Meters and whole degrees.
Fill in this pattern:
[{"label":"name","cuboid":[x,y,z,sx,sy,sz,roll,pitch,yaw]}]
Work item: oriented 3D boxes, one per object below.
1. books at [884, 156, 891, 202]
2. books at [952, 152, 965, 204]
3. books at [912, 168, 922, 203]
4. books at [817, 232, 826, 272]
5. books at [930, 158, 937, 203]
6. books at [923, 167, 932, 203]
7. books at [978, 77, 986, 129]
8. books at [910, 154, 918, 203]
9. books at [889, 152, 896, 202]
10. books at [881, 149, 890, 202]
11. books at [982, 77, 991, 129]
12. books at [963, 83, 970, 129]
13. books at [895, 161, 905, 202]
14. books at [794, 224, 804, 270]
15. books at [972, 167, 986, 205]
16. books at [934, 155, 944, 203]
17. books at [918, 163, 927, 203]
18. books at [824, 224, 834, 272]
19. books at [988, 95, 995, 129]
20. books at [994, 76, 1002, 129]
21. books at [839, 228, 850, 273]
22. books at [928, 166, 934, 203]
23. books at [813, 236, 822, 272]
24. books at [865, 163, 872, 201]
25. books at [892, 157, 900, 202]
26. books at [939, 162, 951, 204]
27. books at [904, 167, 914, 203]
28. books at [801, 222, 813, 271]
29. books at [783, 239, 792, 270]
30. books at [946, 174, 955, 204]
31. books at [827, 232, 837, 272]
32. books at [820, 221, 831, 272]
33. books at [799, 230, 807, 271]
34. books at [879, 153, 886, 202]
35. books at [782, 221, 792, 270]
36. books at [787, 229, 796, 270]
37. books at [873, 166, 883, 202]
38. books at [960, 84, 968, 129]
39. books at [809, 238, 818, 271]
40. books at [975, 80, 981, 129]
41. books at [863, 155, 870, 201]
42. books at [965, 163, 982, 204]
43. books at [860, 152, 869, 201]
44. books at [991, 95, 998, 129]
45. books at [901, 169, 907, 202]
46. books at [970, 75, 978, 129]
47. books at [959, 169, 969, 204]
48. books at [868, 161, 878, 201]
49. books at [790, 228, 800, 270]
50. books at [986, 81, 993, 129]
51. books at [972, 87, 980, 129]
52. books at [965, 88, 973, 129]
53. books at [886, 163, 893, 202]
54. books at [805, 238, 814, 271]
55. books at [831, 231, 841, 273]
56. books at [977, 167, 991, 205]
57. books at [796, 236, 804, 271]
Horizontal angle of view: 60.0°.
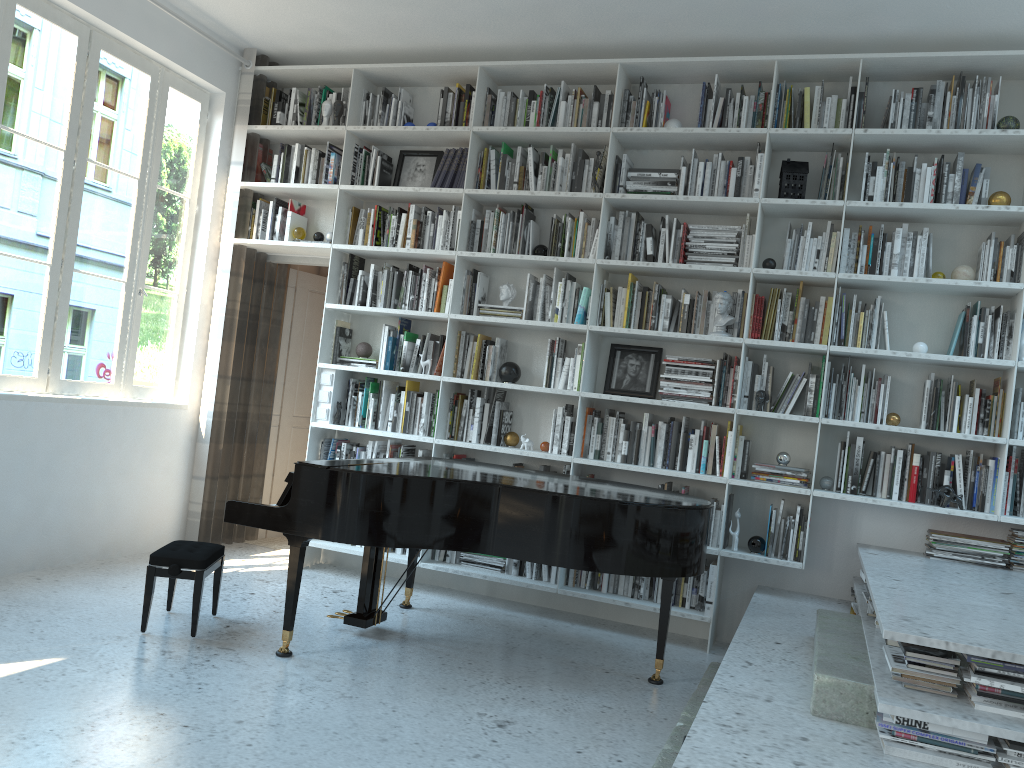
[{"label":"books","cuboid":[1.941,-1.026,4.599,0.010,0.268,0.166,7,-1,20]},{"label":"books","cuboid":[2.242,-1.001,4.480,0.029,0.285,0.183,7,-1,20]},{"label":"books","cuboid":[2.076,-0.984,4.565,0.025,0.216,0.144,7,-1,20]},{"label":"books","cuboid":[1.638,-0.672,4.693,0.024,0.234,0.149,7,-1,20]},{"label":"books","cuboid":[2.143,-1.001,4.530,0.012,0.264,0.156,7,-1,20]},{"label":"books","cuboid":[2.109,-0.978,4.525,0.021,0.209,0.181,7,-1,20]},{"label":"books","cuboid":[2.369,-1.374,4.496,0.008,0.321,0.133,7,-1,20]},{"label":"books","cuboid":[2.063,-1.020,4.573,0.013,0.284,0.154,7,-1,20]},{"label":"books","cuboid":[1.971,-1.036,4.605,0.021,0.296,0.138,7,-1,20]},{"label":"books","cuboid":[1.932,-1.046,4.604,0.014,0.307,0.152,7,-1,20]},{"label":"books","cuboid":[2.373,-1.362,4.464,0.013,0.297,0.188,7,-1,20]},{"label":"books","cuboid":[2.293,-1.359,4.501,0.008,0.275,0.163,7,-1,20]},{"label":"books","cuboid":[1.996,-1.006,4.576,0.027,0.241,0.160,7,-1,20]},{"label":"books","cuboid":[1.532,-0.705,4.739,0.019,0.275,0.146,7,-1,20]},{"label":"books","cuboid":[2.330,-0.957,4.459,0.048,0.216,0.182,7,-1,20]},{"label":"books","cuboid":[2.178,-1.008,4.532,0.012,0.285,0.159,7,-1,20]},{"label":"books","cuboid":[2.095,-0.993,4.546,0.023,0.237,0.149,7,-1,20]},{"label":"books","cuboid":[1.671,-0.690,4.682,0.025,0.277,0.173,7,-1,20]},{"label":"books","cuboid":[2.393,-1.318,4.462,0.018,0.214,0.157,7,-1,20]},{"label":"books","cuboid":[2.420,-1.361,4.446,0.006,0.306,0.163,7,-1,20]},{"label":"books","cuboid":[1.740,-0.670,4.648,0.028,0.251,0.190,7,-1,20]},{"label":"books","cuboid":[2.129,-0.982,4.532,0.011,0.222,0.159,7,-1,20]},{"label":"books","cuboid":[1.616,-0.663,4.693,0.029,0.211,0.158,7,-1,20]},{"label":"books","cuboid":[1.862,-1.020,4.642,0.012,0.239,0.139,7,-1,20]},{"label":"books","cuboid":[1.988,-1.024,4.605,0.012,0.276,0.133,7,-1,20]},{"label":"books","cuboid":[2.189,-0.983,4.507,0.030,0.238,0.186,7,-1,20]},{"label":"books","cuboid":[2.042,-0.991,4.583,0.028,0.223,0.142,7,-1,20]},{"label":"books","cuboid":[1.563,-0.701,4.698,0.028,0.275,0.187,7,-1,20]},{"label":"books","cuboid":[1.473,-0.666,4.740,0.028,0.185,0.181,7,-1,20]},{"label":"books","cuboid":[2.214,-0.952,4.501,0.027,0.181,0.176,7,-1,20]},{"label":"books","cuboid":[1.678,-0.666,4.661,0.028,0.229,0.177,7,-1,20]},{"label":"books","cuboid":[1.658,-0.700,4.690,0.028,0.293,0.154,7,-1,20]},{"label":"books","cuboid":[1.552,-0.682,4.724,0.023,0.236,0.178,7,-1,20]},{"label":"books","cuboid":[1.921,-1.035,4.614,0.011,0.283,0.173,7,-1,20]},{"label":"books","cuboid":[1.474,-0.716,4.766,0.018,0.285,0.159,7,-1,20]},{"label":"books","cuboid":[1.501,-0.691,4.754,0.024,0.242,0.159,7,-1,20]},{"label":"books","cuboid":[1.894,-1.001,4.604,0.026,0.208,0.181,7,-1,20]},{"label":"books","cuboid":[2.285,-1.363,4.509,0.012,0.280,0.144,7,-1,20]},{"label":"books","cuboid":[1.596,-0.658,4.700,0.027,0.196,0.185,7,-1,20]},{"label":"books","cuboid":[2.349,-1.365,4.484,0.019,0.299,0.137,7,-1,20]},{"label":"books","cuboid":[1.855,-1.040,4.651,0.011,0.280,0.133,7,-1,20]},{"label":"books","cuboid":[2.307,-0.969,4.459,0.054,0.235,0.171,7,-1,20]},{"label":"books","cuboid":[1.838,-1.045,4.636,0.012,0.285,0.159,7,-1,20]},{"label":"books","cuboid":[2.404,-1.314,4.448,0.014,0.209,0.188,7,-1,20]},{"label":"books","cuboid":[2.020,-0.990,4.587,0.014,0.215,0.132,7,-1,20]},{"label":"books","cuboid":[2.321,-1.373,4.482,0.008,0.307,0.183,7,-1,20]},{"label":"books","cuboid":[2.270,-0.961,4.484,0.030,0.213,0.157,7,-1,20]},{"label":"books","cuboid":[1.878,-1.020,4.630,0.026,0.243,0.148,7,-1,20]},{"label":"books","cuboid":[1.516,-0.693,4.743,0.028,0.250,0.164,7,-1,20]},{"label":"books","cuboid":[2.380,-1.352,4.454,0.008,0.278,0.180,7,-1,20]},{"label":"books","cuboid":[2.331,-1.347,4.484,0.014,0.258,0.149,7,-1,20]},{"label":"books","cuboid":[2.306,-1.347,4.495,0.024,0.252,0.150,7,-1,20]},{"label":"books","cuboid":[1.952,-1.008,4.604,0.012,0.235,0.165,7,-1,20]},{"label":"books","cuboid":[1.577,-0.659,4.703,0.024,0.195,0.173,7,-1,20]},{"label":"books","cuboid":[1.702,-0.667,4.669,0.026,0.238,0.173,7,-1,20]},{"label":"books","cuboid":[2.371,-0.958,4.464,0.026,0.229,0.140,7,-1,20]},{"label":"books","cuboid":[1.538,-0.669,4.734,0.023,0.207,0.171,7,-1,20]}]
